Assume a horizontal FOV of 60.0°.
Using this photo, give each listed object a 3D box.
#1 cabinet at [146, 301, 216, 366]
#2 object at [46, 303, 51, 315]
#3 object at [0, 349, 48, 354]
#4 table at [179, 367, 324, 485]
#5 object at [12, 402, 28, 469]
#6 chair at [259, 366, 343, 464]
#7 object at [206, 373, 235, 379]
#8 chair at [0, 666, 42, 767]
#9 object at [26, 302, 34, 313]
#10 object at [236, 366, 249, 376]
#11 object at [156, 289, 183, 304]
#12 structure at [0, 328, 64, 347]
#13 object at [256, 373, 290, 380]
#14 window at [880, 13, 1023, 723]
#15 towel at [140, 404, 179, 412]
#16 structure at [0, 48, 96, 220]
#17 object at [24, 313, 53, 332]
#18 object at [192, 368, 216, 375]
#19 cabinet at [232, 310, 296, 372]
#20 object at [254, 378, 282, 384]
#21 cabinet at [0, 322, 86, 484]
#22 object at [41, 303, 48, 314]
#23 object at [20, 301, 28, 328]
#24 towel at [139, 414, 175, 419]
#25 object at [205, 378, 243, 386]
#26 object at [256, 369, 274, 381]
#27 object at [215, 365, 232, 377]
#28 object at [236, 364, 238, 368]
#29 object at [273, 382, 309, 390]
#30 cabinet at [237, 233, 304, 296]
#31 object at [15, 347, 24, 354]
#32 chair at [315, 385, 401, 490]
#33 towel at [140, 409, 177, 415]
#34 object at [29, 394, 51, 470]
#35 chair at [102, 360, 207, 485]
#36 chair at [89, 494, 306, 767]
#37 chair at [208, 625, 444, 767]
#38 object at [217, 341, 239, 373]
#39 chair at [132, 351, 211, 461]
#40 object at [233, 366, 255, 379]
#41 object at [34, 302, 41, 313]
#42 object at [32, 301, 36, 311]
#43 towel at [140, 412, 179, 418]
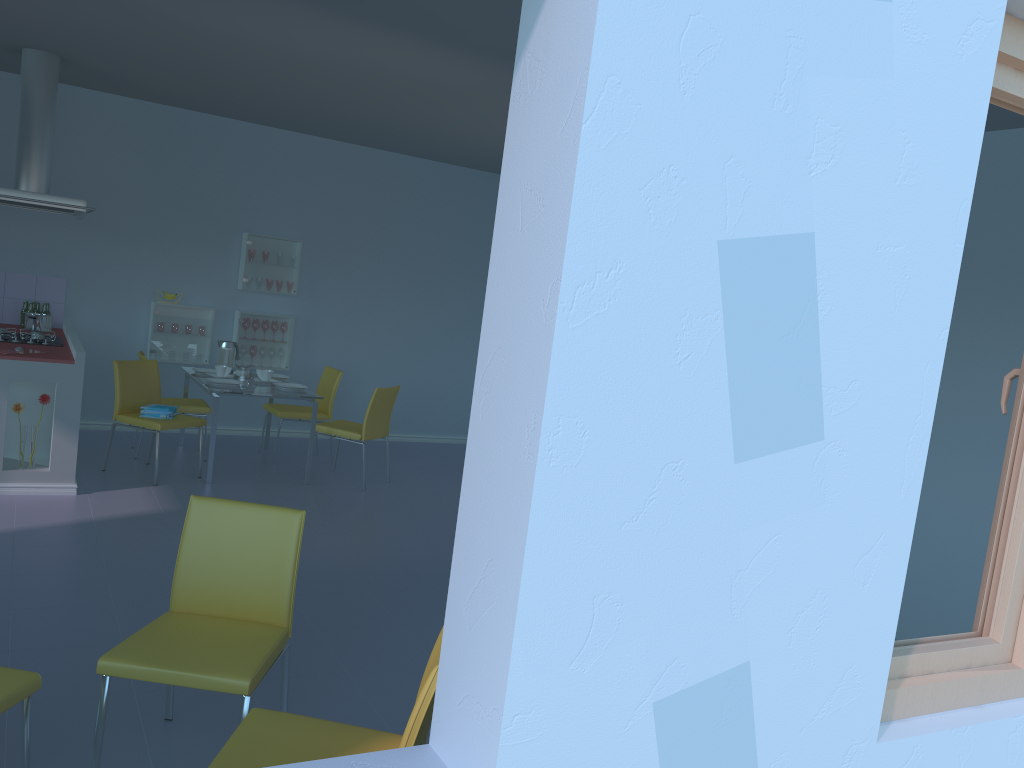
[{"bbox_3d":[-2.568,-0.389,6.885,0.450,0.450,0.173,4,6,-29],"label":"cabinet"},{"bbox_3d":[-3.336,-0.486,6.354,0.052,0.187,0.052,6,5,-10],"label":"object"},{"bbox_3d":[-2.735,-0.179,4.913,0.151,0.006,0.269,10,6,23],"label":"object"},{"bbox_3d":[-1.876,0.272,6.220,0.730,0.590,1.173,4,6,-29],"label":"table"},{"bbox_3d":[-2.683,0.283,4.825,0.085,0.365,0.050,4,6,-31],"label":"object"},{"bbox_3d":[-1.571,0.213,6.643,0.484,0.695,0.387,4,6,-32],"label":"chair"},{"bbox_3d":[-2.005,-0.048,6.160,0.190,0.020,0.194,3,7,-38],"label":"object"},{"bbox_3d":[-1.371,0.690,1.930,0.484,0.699,0.387,8,5,7],"label":"chair"},{"bbox_3d":[-3.388,-0.483,6.235,0.052,0.190,0.052,10,6,25],"label":"object"},{"bbox_3d":[-1.928,-0.087,6.339,0.090,0.071,0.087,10,6,26],"label":"object"},{"bbox_3d":[-2.634,-0.668,6.814,0.203,0.100,0.077,3,7,-37],"label":"object"},{"bbox_3d":[-3.095,-0.308,5.556,0.500,0.047,0.600,4,6,-29],"label":"structure"},{"bbox_3d":[-1.764,-0.054,6.540,0.228,0.020,0.228,4,6,-32],"label":"object"},{"bbox_3d":[1.294,0.029,1.943,1.475,1.263,0.142,4,6,-29],"label":"window"},{"bbox_3d":[-2.226,0.151,5.599,0.195,0.033,0.190,7,5,-3],"label":"towel"},{"bbox_3d":[-2.927,-1.538,5.441,0.695,0.962,0.895,4,6,-29],"label":"structure"},{"bbox_3d":[-3.065,-0.399,5.739,0.170,0.106,0.157,13,7,43],"label":"object"},{"bbox_3d":[-2.164,-0.085,6.323,0.228,0.020,0.228,5,6,-27],"label":"object"},{"bbox_3d":[-2.019,-0.347,7.193,0.450,0.450,0.173,4,6,-29],"label":"cabinet"},{"bbox_3d":[-1.746,-0.022,6.238,0.194,0.020,0.190,12,7,41],"label":"object"},{"bbox_3d":[-3.781,0.019,5.159,2.200,0.800,2.139,4,6,-29],"label":"cabinet"},{"bbox_3d":[-3.318,-0.477,6.287,0.052,0.187,0.052,6,5,-10],"label":"object"},{"bbox_3d":[-3.443,-0.494,6.269,0.052,0.190,0.052,10,6,25],"label":"object"},{"bbox_3d":[-2.230,0.197,5.597,0.195,0.024,0.201,6,5,-10],"label":"towel"},{"bbox_3d":[-1.912,-0.010,5.881,0.228,0.020,0.228,4,6,-32],"label":"object"},{"bbox_3d":[-1.734,-0.055,6.247,0.111,0.083,0.091,11,6,32],"label":"object"},{"bbox_3d":[-2.010,-0.081,6.147,0.111,0.083,0.091,12,7,42],"label":"object"},{"bbox_3d":[-1.941,-0.104,6.309,0.023,0.079,0.077,10,6,26],"label":"object"},{"bbox_3d":[-1.527,0.018,6.107,0.228,0.020,0.228,4,6,-32],"label":"object"},{"bbox_3d":[-1.939,-0.959,7.134,0.450,0.450,0.173,4,6,-29],"label":"cabinet"},{"bbox_3d":[-2.760,-0.193,4.962,0.041,0.009,0.375,4,6,-32],"label":"object"},{"bbox_3d":[-1.083,0.325,6.130,0.484,0.695,0.387,9,6,19],"label":"chair"},{"bbox_3d":[-2.226,0.168,5.597,0.195,0.027,0.192,7,5,-8],"label":"towel"},{"bbox_3d":[-2.594,0.261,4.854,0.090,0.427,0.054,8,5,3],"label":"object"},{"bbox_3d":[-2.251,0.223,5.603,0.484,0.695,0.387,10,6,24],"label":"chair"},{"bbox_3d":[-0.829,0.711,2.431,0.387,0.695,0.484,8,5,2],"label":"chair"},{"bbox_3d":[-0.380,0.823,1.864,0.484,0.695,0.387,8,5,2],"label":"chair"},{"bbox_3d":[-2.117,-0.205,6.571,0.132,0.222,0.146,9,6,13],"label":"object"},{"bbox_3d":[-2.386,0.147,6.215,0.484,0.695,0.387,5,6,-27],"label":"chair"},{"bbox_3d":[-1.911,-0.086,6.352,0.166,0.081,0.123,3,7,-38],"label":"object"},{"bbox_3d":[-3.375,-0.486,6.299,0.052,0.187,0.052,6,5,-10],"label":"object"},{"bbox_3d":[-3.421,-0.497,6.337,0.052,0.190,0.052,10,6,25],"label":"object"},{"bbox_3d":[-2.225,0.183,5.600,0.195,0.024,0.201,7,5,-4],"label":"towel"}]
